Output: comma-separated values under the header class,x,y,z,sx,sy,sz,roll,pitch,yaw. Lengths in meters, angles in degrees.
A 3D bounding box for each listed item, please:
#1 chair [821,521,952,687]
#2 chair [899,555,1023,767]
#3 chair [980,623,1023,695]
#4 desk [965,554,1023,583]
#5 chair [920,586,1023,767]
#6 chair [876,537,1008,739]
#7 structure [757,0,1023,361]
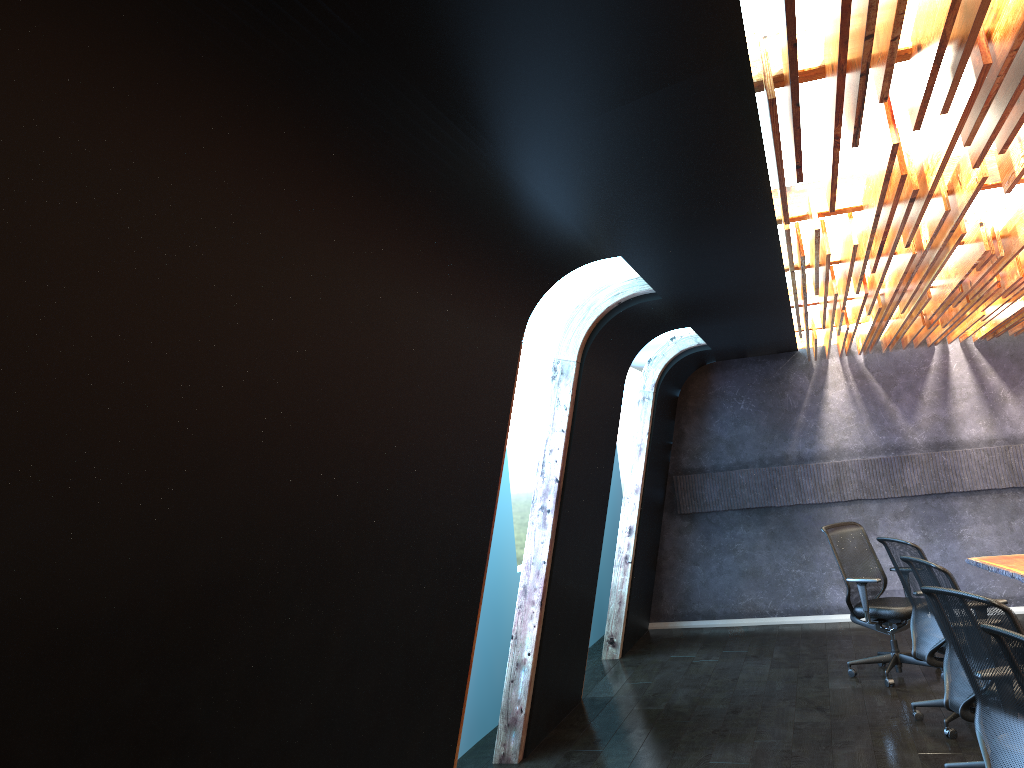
class,x,y,z,sx,sy,sz,roll,pitch,yaw
chair,3.196,1.804,7.421,0.814,1.270,0.775,4,-15,-37
chair,2.700,1.548,4.754,0.796,1.270,0.793,-6,-12,2
chair,2.047,1.369,2.642,0.796,1.270,0.793,-6,-12,2
desk,4.008,1.598,4.456,2.023,0.836,6.551,-8,-7,18
chair,2.312,1.457,3.634,0.797,1.270,0.792,-4,-12,-7
chair,3.090,1.653,5.999,0.797,1.270,0.792,-5,-12,-3
structure,3.911,0.313,4.258,4.498,3.063,11.284,-8,-8,18
